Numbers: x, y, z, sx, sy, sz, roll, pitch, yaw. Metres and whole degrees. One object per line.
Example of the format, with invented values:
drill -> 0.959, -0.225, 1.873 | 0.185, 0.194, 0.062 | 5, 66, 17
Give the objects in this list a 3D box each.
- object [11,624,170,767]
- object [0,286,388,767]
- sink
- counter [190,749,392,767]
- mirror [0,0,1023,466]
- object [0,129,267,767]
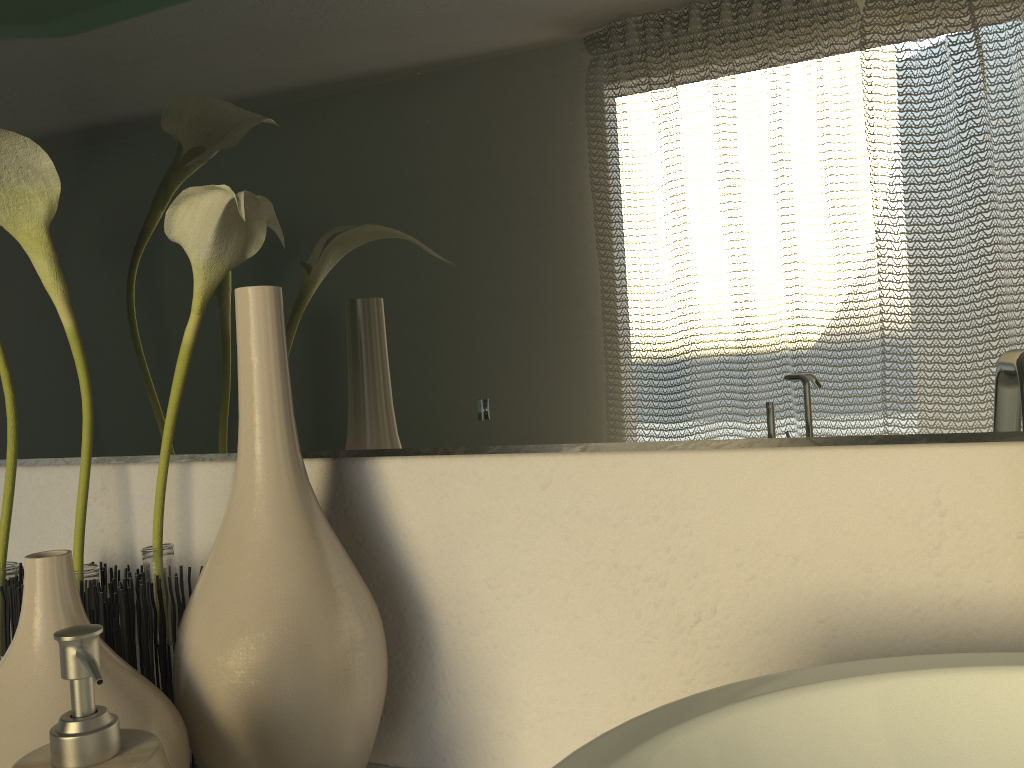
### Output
object -> -0.162, 0.173, 0.342 | 0.071, 0.158, 0.070 | -4, 0, 6
object -> -0.180, 0.101, 0.470 | 0.234, 0.305, 0.123 | -4, 1, -40
sink -> 0.165, 0.168, 0.155 | 0.358, 0.131, 0.357 | -4, 1, 0
counter -> -0.355, 0.315, 0.376 | 2.301, 0.101, 0.576 | -3, 1, 24
mirror -> -0.729, -0.494, 0.821 | 4.155, 1.152, 0.017 | -3, 0, 24
object -> -0.247, 0.004, 0.530 | 0.244, 0.504, 0.188 | -4, 0, 1
